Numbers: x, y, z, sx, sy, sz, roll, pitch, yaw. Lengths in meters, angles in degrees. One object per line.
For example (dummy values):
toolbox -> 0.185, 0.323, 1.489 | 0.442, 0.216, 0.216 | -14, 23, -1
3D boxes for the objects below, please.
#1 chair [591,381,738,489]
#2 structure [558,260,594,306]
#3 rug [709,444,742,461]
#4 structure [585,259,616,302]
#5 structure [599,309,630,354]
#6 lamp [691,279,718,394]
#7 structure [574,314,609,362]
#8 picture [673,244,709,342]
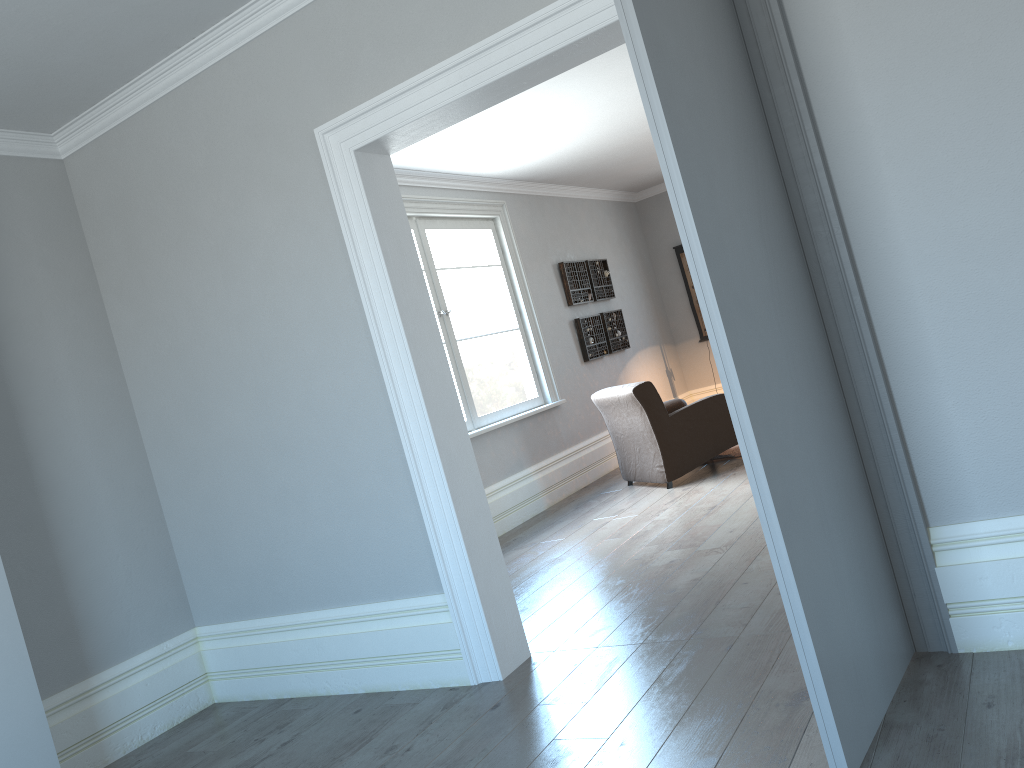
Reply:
chair -> 1.275, 0.298, 6.846 | 0.970, 0.795, 0.807 | -16, 0, -18
structure -> 0.606, -0.962, 8.463 | 0.099, 0.416, 0.468 | -16, 0, 31
rug -> 2.952, 0.184, 7.496 | 2.816, 0.090, 2.402 | -15, 1, 31
structure -> 0.890, -1.049, 8.911 | 0.105, 0.416, 0.468 | -16, 0, 31
structure -> 1.038, -0.533, 8.935 | 0.086, 0.416, 0.468 | -16, 0, 31
lamp -> 2.099, -0.391, 9.324 | 0.797, 1.644, 1.863 | -16, 0, -21
structure -> 0.769, -0.445, 8.464 | 0.086, 0.416, 0.468 | -16, 0, 31
picture -> 2.311, -1.201, 10.005 | 0.792, 1.313, 0.057 | -16, 0, 31
